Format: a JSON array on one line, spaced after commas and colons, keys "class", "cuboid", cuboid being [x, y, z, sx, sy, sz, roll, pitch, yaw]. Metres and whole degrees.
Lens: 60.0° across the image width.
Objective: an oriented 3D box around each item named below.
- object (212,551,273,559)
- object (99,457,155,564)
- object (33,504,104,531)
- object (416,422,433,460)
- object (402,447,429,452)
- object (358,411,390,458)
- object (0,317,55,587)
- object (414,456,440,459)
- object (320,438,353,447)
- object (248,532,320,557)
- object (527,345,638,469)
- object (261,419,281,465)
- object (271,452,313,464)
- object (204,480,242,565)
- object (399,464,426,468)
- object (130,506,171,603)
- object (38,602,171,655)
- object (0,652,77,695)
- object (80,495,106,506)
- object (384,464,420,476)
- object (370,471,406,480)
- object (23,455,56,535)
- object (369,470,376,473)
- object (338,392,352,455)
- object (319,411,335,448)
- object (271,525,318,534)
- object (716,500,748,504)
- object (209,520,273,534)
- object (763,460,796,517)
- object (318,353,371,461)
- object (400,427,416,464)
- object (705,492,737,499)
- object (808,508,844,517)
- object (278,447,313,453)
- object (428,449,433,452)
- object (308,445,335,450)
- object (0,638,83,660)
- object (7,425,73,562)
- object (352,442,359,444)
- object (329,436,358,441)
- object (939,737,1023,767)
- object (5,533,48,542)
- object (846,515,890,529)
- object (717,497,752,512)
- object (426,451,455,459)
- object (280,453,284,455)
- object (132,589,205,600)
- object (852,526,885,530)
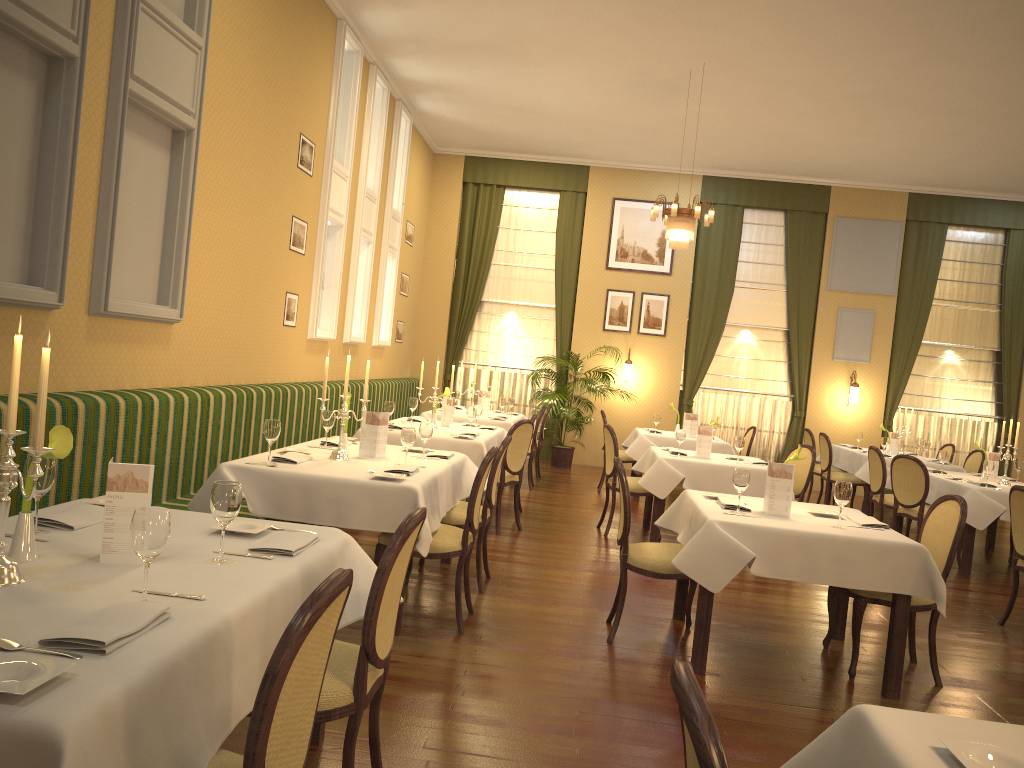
[{"class": "object", "cuboid": [-0.801, 0.505, 2.633, 0.185, 0.010, 0.017, 6, 1, 5]}, {"class": "object", "cuboid": [-1.082, 0.349, 2.426, 0.166, 0.277, 0.081, 7, 2, 26]}, {"class": "object", "cuboid": [-1.401, 0.429, 2.862, 0.142, 0.033, 0.273, 6, 1, 5]}, {"class": "object", "cuboid": [-0.538, 0.352, 5.483, 0.088, 0.229, 0.088, 5, 2, -37]}, {"class": "object", "cuboid": [-0.639, 0.436, 5.869, 0.160, 0.024, 0.160, 6, 1, 5]}, {"class": "object", "cuboid": [-0.816, 0.306, 5.315, 0.166, 0.277, 0.081, 5, 2, -24]}, {"class": "object", "cuboid": [-1.214, 0.155, 2.139, 0.131, 0.655, 0.390, 5, 2, -39]}, {"class": "object", "cuboid": [-0.545, 0.460, 5.565, 0.185, 0.010, 0.017, 6, 1, 5]}, {"class": "object", "cuboid": [-1.145, 0.384, 5.793, 0.142, 0.033, 0.273, 6, 1, 5]}, {"class": "object", "cuboid": [-0.718, 0.504, 2.816, 0.142, 0.024, 0.273, 6, 1, 5]}, {"class": "object", "cuboid": [0.870, 0.299, 12.541, 1.496, 1.807, 1.552, 5, 1, -14]}, {"class": "object", "cuboid": [-1.254, 0.300, 4.611, 0.088, 0.229, 0.088, 5, 2, -37]}, {"class": "object", "cuboid": [-1.193, 0.403, 4.824, 0.142, 0.033, 0.273, 6, 1, 5]}, {"class": "object", "cuboid": [-0.823, 0.395, 2.536, 0.088, 0.229, 0.088, 5, 2, -37]}, {"class": "object", "cuboid": [-0.585, 0.467, 5.100, 0.185, 0.010, 0.017, 6, 1, 5]}, {"class": "object", "cuboid": [-0.847, 0.404, 2.063, 0.088, 0.229, 0.088, 5, 2, -37]}, {"class": "object", "cuboid": [-0.851, 0.510, 1.875, 0.142, 0.033, 0.273, 6, 1, 5]}, {"class": "object", "cuboid": [-0.885, 0.517, 1.557, 0.160, 0.024, 0.160, 6, 1, 5]}, {"class": "object", "cuboid": [-1.408, 0.425, 3.133, 0.160, 0.024, 0.160, 6, 1, 5]}, {"class": "object", "cuboid": [-0.595, 0.464, 4.807, 0.142, 0.033, 0.273, 6, 1, 5]}, {"class": "object", "cuboid": [-0.628, 0.471, 4.488, 0.160, 0.024, 0.160, 6, 1, 5]}, {"class": "object", "cuboid": [-1.420, 0.331, 2.656, 0.088, 0.229, 0.088, 5, 2, -37]}, {"class": "object", "cuboid": [-0.663, 0.468, 4.648, 0.181, 0.015, 0.038, 6, 1, 6]}, {"class": "object", "cuboid": [-1.007, 0.234, 5.350, 0.076, 0.375, 0.163, 6, 1, -13]}, {"class": "object", "cuboid": [-1.164, 0.286, 5.587, 0.088, 0.229, 0.088, 5, 2, -37]}, {"class": "object", "cuboid": [-0.753, 0.498, 3.038, 0.181, 0.015, 0.038, 6, 1, 6]}, {"class": "object", "cuboid": [1.222, 0.654, 4.933, 0.181, 0.015, 0.038, 6, 1, 6]}, {"class": "object", "cuboid": [-0.896, 0.482, 2.937, 0.160, 0.024, 0.160, 6, 1, 5]}, {"class": "object", "cuboid": [1.370, 0.546, 4.628, 0.081, 0.277, 0.166, 5, 2, -39]}, {"class": "object", "cuboid": [-0.958, 0.109, 5.071, 0.131, 0.655, 0.390, 6, 2, 24]}, {"class": "object", "cuboid": [-0.591, 0.359, 4.995, 0.088, 0.229, 0.088, 5, 2, -37]}, {"class": "object", "cuboid": [1.186, 0.644, 5.039, 0.160, 0.024, 0.160, 6, 1, 5]}, {"class": "object", "cuboid": [1.693, 0.702, 4.788, 0.160, 0.024, 0.160, 6, 1, 5]}, {"class": "object", "cuboid": [-1.252, 0.392, 5.132, 0.160, 0.024, 0.160, 6, 1, 5]}, {"class": "object", "cuboid": [-0.496, 0.452, 5.969, 0.181, 0.015, 0.038, 6, 1, 6]}, {"class": "object", "cuboid": [-1.174, 0.397, 5.506, 0.185, 0.010, 0.017, 6, 1, 6]}, {"class": "object", "cuboid": [-0.920, 0.513, 1.716, 0.181, 0.015, 0.038, 6, 1, 6]}, {"class": "object", "cuboid": [-1.245, 0.288, 2.333, 0.163, 0.375, 0.076, 7, 2, 27]}, {"class": "object", "cuboid": [-1.116, 0.389, 5.958, 0.181, 0.015, 0.038, 6, 1, 6]}, {"class": "object", "cuboid": [-1.152, 0.379, 6.064, 0.160, 0.024, 0.160, 6, 1, 5]}, {"class": "object", "cuboid": [0.886, 0.697, 1.612, 0.160, 0.024, 0.160, 6, 1, 5]}, {"class": "object", "cuboid": [-1.430, 0.442, 2.574, 0.185, 0.010, 0.017, 6, 1, 6]}, {"class": "object", "cuboid": [1.871, 0.724, 4.667, 0.142, 0.024, 0.273, 6, 1, 5]}, {"class": "object", "cuboid": [1.193, 0.648, 4.768, 0.142, 0.033, 0.273, 6, 1, 5]}, {"class": "object", "cuboid": [-0.462, 0.459, 5.748, 0.142, 0.024, 0.273, 6, 1, 5]}, {"class": "object", "cuboid": [-1.218, 0.404, 5.003, 0.185, 0.010, 0.017, 6, 1, 6]}, {"class": "object", "cuboid": [-0.841, 0.512, 2.168, 0.185, 0.010, 0.017, 6, 1, 5]}, {"class": "object", "cuboid": [1.788, 0.725, 4.485, 0.185, 0.010, 0.017, 6, 1, 5]}]
